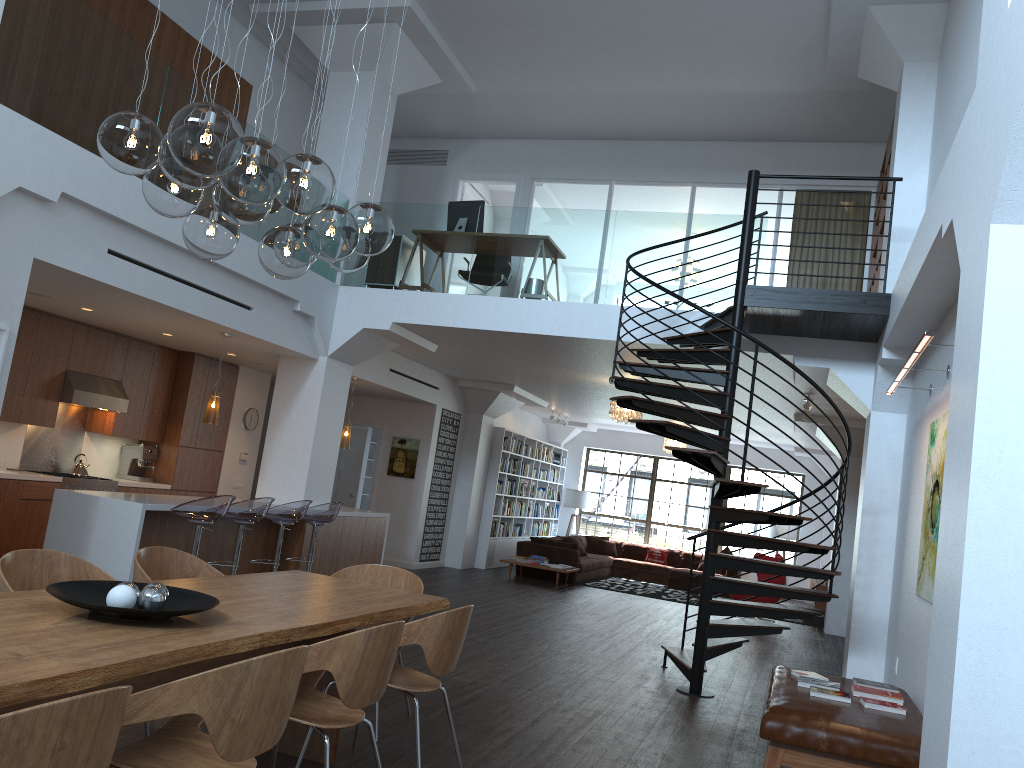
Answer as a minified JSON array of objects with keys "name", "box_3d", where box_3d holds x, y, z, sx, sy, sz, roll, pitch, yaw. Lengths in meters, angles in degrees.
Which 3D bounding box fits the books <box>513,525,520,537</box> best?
[{"name":"books","box_3d":[0.060,2.769,16.710,0.139,0.191,0.036,6,-7,18]}]

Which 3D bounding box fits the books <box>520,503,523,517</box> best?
[{"name":"books","box_3d":[0.102,2.358,16.701,0.183,0.253,0.034,6,-7,18]}]

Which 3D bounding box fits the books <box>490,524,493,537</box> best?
[{"name":"books","box_3d":[-0.418,2.506,15.211,0.161,0.223,0.032,6,-7,18]}]

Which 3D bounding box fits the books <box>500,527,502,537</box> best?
[{"name":"books","box_3d":[-0.263,2.588,15.710,0.161,0.223,0.033,6,-7,18]}]

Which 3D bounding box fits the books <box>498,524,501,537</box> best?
[{"name":"books","box_3d":[-0.286,2.575,15.626,0.161,0.223,0.032,6,-7,18]}]

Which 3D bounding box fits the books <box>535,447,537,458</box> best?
[{"name":"books","box_3d":[0.383,1.323,17.249,0.183,0.253,0.042,6,-7,18]}]

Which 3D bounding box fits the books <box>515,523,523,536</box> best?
[{"name":"books","box_3d":[0.126,2.784,16.927,0.140,0.231,0.042,6,-7,18]}]

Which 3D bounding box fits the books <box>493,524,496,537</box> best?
[{"name":"books","box_3d":[-0.378,2.525,15.321,0.161,0.223,0.032,6,-7,18]}]

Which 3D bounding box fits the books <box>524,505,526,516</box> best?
[{"name":"books","box_3d":[0.174,2.412,16.940,0.161,0.223,0.026,6,-7,18]}]

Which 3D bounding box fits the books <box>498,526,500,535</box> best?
[{"name":"books","box_3d":[-0.320,2.532,15.569,0.198,0.284,0.049,6,-7,18]}]

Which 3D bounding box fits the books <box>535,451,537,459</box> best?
[{"name":"books","box_3d":[0.407,1.346,17.330,0.174,0.236,0.136,6,-7,18]}]

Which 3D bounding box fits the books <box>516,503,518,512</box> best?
[{"name":"books","box_3d":[0.011,2.313,16.416,0.160,0.250,0.026,6,-7,18]}]

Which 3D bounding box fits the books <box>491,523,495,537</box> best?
[{"name":"books","box_3d":[-0.403,2.505,15.252,0.174,0.240,0.054,6,-7,18]}]

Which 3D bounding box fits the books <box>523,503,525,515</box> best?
[{"name":"books","box_3d":[0.144,2.385,16.875,0.183,0.253,0.034,6,-7,18]}]

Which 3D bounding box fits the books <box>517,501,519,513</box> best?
[{"name":"books","box_3d":[0.027,2.302,16.481,0.176,0.290,0.053,6,-7,18]}]

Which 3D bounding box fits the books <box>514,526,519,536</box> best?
[{"name":"books","box_3d":[0.053,2.772,16.681,0.128,0.178,0.021,6,-7,18]}]

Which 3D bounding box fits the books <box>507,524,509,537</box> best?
[{"name":"books","box_3d":[-0.145,2.644,16.085,0.174,0.236,0.142,6,-7,18]}]

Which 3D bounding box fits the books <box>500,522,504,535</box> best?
[{"name":"books","box_3d":[-0.245,2.582,15.778,0.183,0.253,0.042,6,-7,18]}]

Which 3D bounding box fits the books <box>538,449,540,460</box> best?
[{"name":"books","box_3d":[0.462,1.378,17.484,0.161,0.223,0.032,6,-7,18]}]

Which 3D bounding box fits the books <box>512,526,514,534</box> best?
[{"name":"books","box_3d":[-0.052,2.711,16.373,0.136,0.196,0.045,6,-7,18]}]

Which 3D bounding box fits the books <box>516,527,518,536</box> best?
[{"name":"books","box_3d":[0.035,2.768,16.628,0.122,0.169,0.023,6,-7,18]}]

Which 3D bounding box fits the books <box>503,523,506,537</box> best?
[{"name":"books","box_3d":[-0.211,2.602,15.883,0.160,0.251,0.039,6,-7,18]}]

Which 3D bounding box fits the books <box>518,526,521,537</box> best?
[{"name":"books","box_3d":[0.082,2.774,16.766,0.146,0.202,0.027,6,-7,18]}]

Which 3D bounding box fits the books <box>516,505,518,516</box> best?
[{"name":"books","box_3d":[0.019,2.330,16.437,0.161,0.223,0.026,6,-7,18]}]

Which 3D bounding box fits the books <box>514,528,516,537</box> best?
[{"name":"books","box_3d":[0.006,2.759,16.522,0.110,0.153,0.019,6,-7,18]}]

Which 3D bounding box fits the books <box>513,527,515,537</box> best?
[{"name":"books","box_3d":[-0.026,2.732,16.469,0.134,0.184,0.030,6,-7,18]}]

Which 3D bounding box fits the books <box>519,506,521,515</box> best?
[{"name":"books","box_3d":[0.075,2.361,16.630,0.161,0.223,0.027,6,-7,18]}]

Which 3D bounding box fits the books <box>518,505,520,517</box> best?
[{"name":"books","box_3d":[0.052,2.333,16.550,0.183,0.253,0.034,6,-7,18]}]

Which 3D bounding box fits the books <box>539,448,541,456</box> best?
[{"name":"books","box_3d":[0.469,1.369,17.521,0.160,0.251,0.039,6,-7,18]}]

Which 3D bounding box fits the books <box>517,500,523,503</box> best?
[{"name":"books","box_3d":[0.107,2.345,16.739,0.176,0.290,0.036,6,-7,18]}]

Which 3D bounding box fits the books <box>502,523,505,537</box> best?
[{"name":"books","box_3d":[-0.221,2.598,15.845,0.171,0.246,0.039,6,-7,18]}]

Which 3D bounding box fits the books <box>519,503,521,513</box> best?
[{"name":"books","box_3d":[0.062,2.343,16.593,0.171,0.246,0.057,6,-7,18]}]

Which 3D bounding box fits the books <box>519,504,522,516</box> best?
[{"name":"books","box_3d":[0.079,2.358,16.667,0.174,0.240,0.045,6,-7,18]}]

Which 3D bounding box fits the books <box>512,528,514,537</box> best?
[{"name":"books","box_3d":[-0.032,2.729,16.421,0.128,0.178,0.022,6,-7,18]}]

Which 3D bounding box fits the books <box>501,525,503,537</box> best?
[{"name":"books","box_3d":[-0.250,2.602,15.737,0.161,0.223,0.030,6,-7,18]}]

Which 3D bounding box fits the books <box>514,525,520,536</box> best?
[{"name":"books","box_3d":[0.065,2.769,16.743,0.146,0.202,0.027,6,-7,18]}]

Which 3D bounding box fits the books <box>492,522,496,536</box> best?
[{"name":"books","box_3d":[-0.378,2.515,15.362,0.183,0.253,0.042,6,-7,18]}]

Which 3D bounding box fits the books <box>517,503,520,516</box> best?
[{"name":"books","box_3d":[0.038,2.328,16.520,0.183,0.253,0.034,6,-7,18]}]

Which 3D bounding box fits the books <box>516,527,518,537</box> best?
[{"name":"books","box_3d":[0.044,2.770,16.655,0.126,0.173,0.032,6,-7,18]}]

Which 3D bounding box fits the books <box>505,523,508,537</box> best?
[{"name":"books","box_3d":[-0.170,2.621,16.001,0.183,0.253,0.042,6,-7,18]}]

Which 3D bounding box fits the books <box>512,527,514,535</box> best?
[{"name":"books","box_3d":[-0.043,2.714,16.405,0.127,0.200,0.020,6,-7,18]}]

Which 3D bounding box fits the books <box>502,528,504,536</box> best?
[{"name":"books","box_3d":[-0.235,2.604,15.810,0.161,0.223,0.033,6,-7,18]}]

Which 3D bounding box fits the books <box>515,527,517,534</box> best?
[{"name":"books","box_3d":[0.037,2.766,16.605,0.107,0.167,0.017,6,-7,18]}]

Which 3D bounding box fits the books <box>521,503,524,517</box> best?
[{"name":"books","box_3d":[0.120,2.368,16.782,0.180,0.259,0.060,6,-7,18]}]

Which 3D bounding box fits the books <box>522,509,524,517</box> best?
[{"name":"books","box_3d":[0.141,2.396,16.843,0.161,0.223,0.027,6,-7,18]}]

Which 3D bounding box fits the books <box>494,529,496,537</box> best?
[{"name":"books","box_3d":[-0.367,2.536,15.395,0.161,0.223,0.033,6,-7,18]}]

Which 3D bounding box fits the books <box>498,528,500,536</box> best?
[{"name":"books","box_3d":[-0.302,2.556,15.602,0.160,0.251,0.031,6,-7,18]}]

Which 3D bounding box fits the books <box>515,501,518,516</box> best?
[{"name":"books","box_3d":[-0.014,2.287,16.379,0.198,0.284,0.066,6,-7,18]}]

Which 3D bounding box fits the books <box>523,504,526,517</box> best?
[{"name":"books","box_3d":[0.155,2.398,16.911,0.174,0.240,0.045,6,-7,18]}]

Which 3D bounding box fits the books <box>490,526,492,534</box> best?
[{"name":"books","box_3d":[-0.452,2.464,15.153,0.198,0.284,0.049,6,-7,18]}]

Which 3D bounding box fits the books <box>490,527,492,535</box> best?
[{"name":"books","box_3d":[-0.434,2.487,15.186,0.160,0.251,0.031,6,-7,18]}]

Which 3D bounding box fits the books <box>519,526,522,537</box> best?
[{"name":"books","box_3d":[0.102,2.786,16.844,0.146,0.202,0.027,6,-7,18]}]

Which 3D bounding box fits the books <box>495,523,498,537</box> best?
[{"name":"books","box_3d":[-0.353,2.528,15.440,0.180,0.251,0.048,6,-7,18]}]

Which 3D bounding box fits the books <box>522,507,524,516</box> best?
[{"name":"books","box_3d":[0.136,2.379,16.820,0.160,0.250,0.026,6,-7,18]}]

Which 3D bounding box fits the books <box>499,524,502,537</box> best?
[{"name":"books","box_3d":[-0.282,2.576,15.671,0.176,0.231,0.053,6,-7,18]}]

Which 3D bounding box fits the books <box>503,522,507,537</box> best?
[{"name":"books","box_3d":[-0.201,2.604,15.922,0.180,0.259,0.042,6,-7,18]}]

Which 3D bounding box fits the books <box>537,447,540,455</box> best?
[{"name":"books","box_3d":[0.446,1.359,17.459,0.160,0.251,0.031,6,-7,18]}]

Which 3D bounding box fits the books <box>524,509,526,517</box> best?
[{"name":"books","box_3d":[0.174,2.412,16.974,0.168,0.231,0.037,6,-7,18]}]

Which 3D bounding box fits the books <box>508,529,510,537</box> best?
[{"name":"books","box_3d":[-0.123,2.668,16.135,0.161,0.207,0.135,6,-7,18]}]
